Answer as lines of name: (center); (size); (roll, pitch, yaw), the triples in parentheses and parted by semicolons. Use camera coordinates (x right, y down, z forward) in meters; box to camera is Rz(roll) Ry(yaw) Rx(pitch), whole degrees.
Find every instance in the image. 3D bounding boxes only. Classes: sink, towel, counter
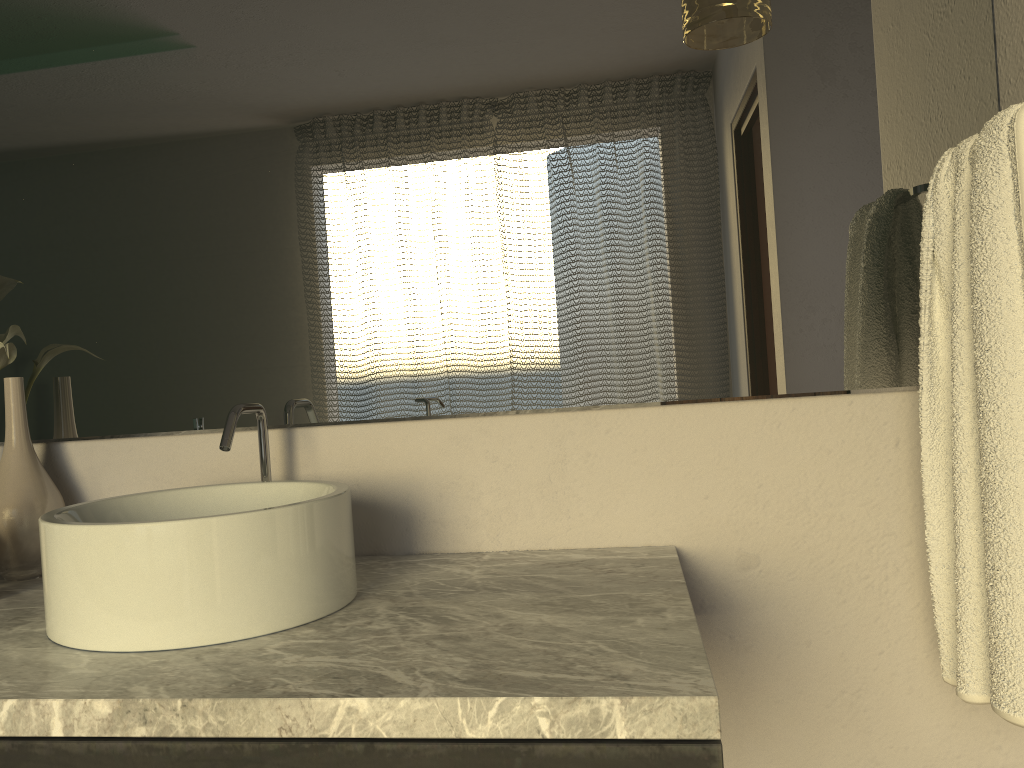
sink: (-0.371, 0.204, 1.072); (0.353, 0.131, 0.361); (-4, 0, -14)
towel: (0.529, 0.036, 0.956); (0.164, 0.636, 0.252); (-4, 0, 26)
counter: (-0.922, 0.357, 1.157); (2.278, 0.101, 0.582); (-4, 0, 10)

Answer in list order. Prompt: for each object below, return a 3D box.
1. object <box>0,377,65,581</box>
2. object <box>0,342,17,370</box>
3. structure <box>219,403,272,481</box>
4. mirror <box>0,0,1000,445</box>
object: (-0.779, 0.145, 1.296); (0.123, 0.305, 0.234); (-4, 0, 35)
object: (-0.860, 0.050, 1.341); (0.241, 0.504, 0.190); (-4, 0, -13)
structure: (-0.382, 0.149, 1.238); (0.067, 0.242, 0.163); (-4, 0, 11)
mirror: (-1.397, -0.441, 1.516); (4.113, 1.152, 0.017); (-4, 0, 10)
